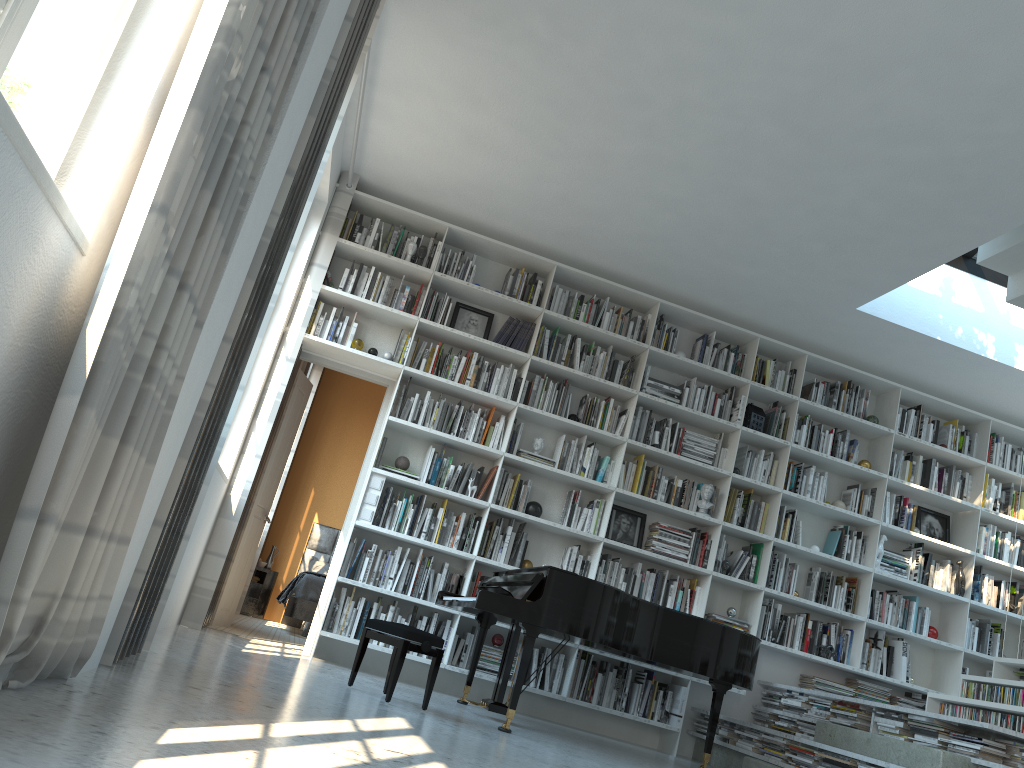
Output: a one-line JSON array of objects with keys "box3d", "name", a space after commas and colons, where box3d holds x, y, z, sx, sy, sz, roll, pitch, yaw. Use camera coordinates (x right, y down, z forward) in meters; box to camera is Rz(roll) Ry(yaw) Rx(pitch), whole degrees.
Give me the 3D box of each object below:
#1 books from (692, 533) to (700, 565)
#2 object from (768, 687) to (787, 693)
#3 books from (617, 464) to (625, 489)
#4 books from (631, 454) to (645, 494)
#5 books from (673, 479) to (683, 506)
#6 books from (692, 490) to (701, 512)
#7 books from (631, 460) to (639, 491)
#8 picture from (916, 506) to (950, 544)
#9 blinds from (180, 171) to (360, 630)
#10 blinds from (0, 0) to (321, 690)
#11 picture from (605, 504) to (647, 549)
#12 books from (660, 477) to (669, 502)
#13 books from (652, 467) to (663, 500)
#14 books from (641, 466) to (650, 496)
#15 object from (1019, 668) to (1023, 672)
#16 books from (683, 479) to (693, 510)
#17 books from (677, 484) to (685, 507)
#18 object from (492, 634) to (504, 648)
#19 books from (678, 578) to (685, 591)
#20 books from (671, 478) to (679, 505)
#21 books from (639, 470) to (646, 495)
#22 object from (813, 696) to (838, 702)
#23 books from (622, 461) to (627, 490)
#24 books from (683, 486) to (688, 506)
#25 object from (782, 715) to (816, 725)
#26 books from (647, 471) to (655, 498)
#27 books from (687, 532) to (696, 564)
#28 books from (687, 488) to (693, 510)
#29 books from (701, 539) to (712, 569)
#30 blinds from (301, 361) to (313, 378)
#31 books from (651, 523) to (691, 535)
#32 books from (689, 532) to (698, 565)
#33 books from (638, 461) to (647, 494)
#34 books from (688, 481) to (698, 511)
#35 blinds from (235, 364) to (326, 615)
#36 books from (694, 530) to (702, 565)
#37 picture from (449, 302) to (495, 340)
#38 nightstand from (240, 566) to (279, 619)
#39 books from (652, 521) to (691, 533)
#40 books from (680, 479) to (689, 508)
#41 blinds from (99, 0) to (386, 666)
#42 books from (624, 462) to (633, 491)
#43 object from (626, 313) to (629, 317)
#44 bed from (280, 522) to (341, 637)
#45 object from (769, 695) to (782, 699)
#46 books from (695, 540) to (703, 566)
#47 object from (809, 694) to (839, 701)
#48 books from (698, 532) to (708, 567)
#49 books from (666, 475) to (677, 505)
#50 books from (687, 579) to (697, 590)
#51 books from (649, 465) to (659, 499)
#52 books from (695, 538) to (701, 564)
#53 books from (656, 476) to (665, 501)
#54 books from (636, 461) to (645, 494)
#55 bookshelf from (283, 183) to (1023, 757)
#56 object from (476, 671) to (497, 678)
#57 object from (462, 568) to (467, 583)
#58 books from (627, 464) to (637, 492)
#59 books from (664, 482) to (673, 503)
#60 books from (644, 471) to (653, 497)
[{"box3d": [1.319, 1.232, 6.538, 0.013, 0.255, 0.163, 18, -16, -9], "name": "books"}, {"box3d": [1.981, 2.232, 6.409, 0.131, 0.024, 0.291, 18, -16, -7], "name": "object"}, {"box3d": [0.779, 0.702, 6.507, 0.053, 0.208, 0.156, 18, -16, -9], "name": "books"}, {"box3d": [0.902, 0.682, 6.525, 0.014, 0.316, 0.188, 18, -16, -9], "name": "books"}, {"box3d": [1.193, 0.829, 6.576, 0.029, 0.223, 0.186, 18, -16, -9], "name": "books"}, {"box3d": [1.343, 0.895, 6.616, 0.035, 0.201, 0.149, 18, -16, -9], "name": "books"}, {"box3d": [0.876, 0.704, 6.559, 0.010, 0.283, 0.137, 18, -16, -9], "name": "books"}, {"box3d": [3.376, 1.160, 7.110, 0.300, 0.299, 0.077, 18, -16, -9], "name": "picture"}, {"box3d": [-1.639, 0.076, 6.202, 0.140, 3.221, 0.778, 18, -16, -9], "name": "blinds"}, {"box3d": [-0.670, -0.862, 2.293, 0.183, 3.251, 1.028, 18, -16, -10], "name": "blinds"}, {"box3d": [0.827, 1.058, 6.506, 0.300, 0.299, 0.077, 18, -16, -9], "name": "picture"}, {"box3d": [1.092, 0.804, 6.569, 0.030, 0.214, 0.169, 18, -16, -9], "name": "books"}, {"box3d": [1.042, 0.756, 6.552, 0.028, 0.267, 0.190, 18, -16, -9], "name": "books"}, {"box3d": [0.959, 0.744, 6.571, 0.028, 0.258, 0.135, 18, -16, -9], "name": "books"}, {"box3d": [3.482, 1.911, 5.856, 0.161, 0.025, 0.175, 17, -16, -5], "name": "object"}, {"box3d": [1.282, 0.844, 6.604, 0.025, 0.258, 0.151, 18, -16, -9], "name": "books"}, {"box3d": [1.216, 0.849, 6.579, 0.029, 0.200, 0.178, 18, -16, -9], "name": "books"}, {"box3d": [-0.096, 1.744, 6.034, 0.086, 0.087, 0.086, 25, -19, -30], "name": "object"}, {"box3d": [1.195, 1.549, 6.448, 0.010, 0.283, 0.132, 18, -16, -9], "name": "books"}, {"box3d": [1.173, 0.821, 6.584, 0.010, 0.233, 0.175, 18, -16, -9], "name": "books"}, {"box3d": [0.932, 0.749, 6.557, 0.024, 0.228, 0.148, 18, -16, -9], "name": "books"}, {"box3d": [2.119, 2.093, 5.845, 0.144, 0.005, 0.258, 18, -17, -9], "name": "object"}, {"box3d": [0.798, 0.695, 6.526, 0.042, 0.241, 0.162, 18, -16, -9], "name": "books"}, {"box3d": [1.251, 0.853, 6.614, 0.025, 0.229, 0.143, 18, -16, -9], "name": "books"}, {"box3d": [1.967, 2.306, 6.097, 0.131, 0.007, 0.215, 19, -17, -13], "name": "object"}, {"box3d": [0.996, 0.764, 6.562, 0.025, 0.235, 0.137, 18, -16, -9], "name": "books"}, {"box3d": [1.288, 1.220, 6.525, 0.012, 0.253, 0.161, 18, -16, -9], "name": "books"}, {"box3d": [1.293, 0.879, 6.616, 0.022, 0.206, 0.114, 18, -16, -9], "name": "books"}, {"box3d": [1.394, 1.263, 6.525, 0.034, 0.228, 0.200, 18, -16, -9], "name": "books"}, {"box3d": [-1.913, 0.339, 7.321, 0.140, 3.221, 0.778, 18, -16, -9], "name": "blinds"}, {"box3d": [1.169, 1.072, 6.532, 0.254, 0.012, 0.161, 19, -17, -12], "name": "books"}, {"box3d": [1.301, 1.220, 6.525, 0.011, 0.260, 0.184, 18, -16, -9], "name": "books"}, {"box3d": [0.929, 0.714, 6.539, 0.010, 0.280, 0.171, 18, -16, -9], "name": "books"}, {"box3d": [1.323, 0.860, 6.621, 0.024, 0.258, 0.127, 18, -16, -9], "name": "books"}, {"box3d": [-2.563, 0.963, 9.972, 0.140, 3.221, 0.778, 18, -16, -9], "name": "blinds"}, {"box3d": [1.334, 1.220, 6.544, 0.011, 0.287, 0.152, 18, -16, -9], "name": "books"}, {"box3d": [-0.306, -0.433, 6.561, 0.300, 0.299, 0.077, 18, -16, -9], "name": "picture"}, {"box3d": [-2.960, 2.232, 9.723, 0.650, 0.516, 0.432, 17, -16, -7], "name": "nightstand"}, {"box3d": [1.173, 1.061, 6.533, 0.254, 0.012, 0.161, 17, -16, -5], "name": "books"}, {"box3d": [1.244, 0.833, 6.578, 0.012, 0.244, 0.186, 18, -16, -9], "name": "books"}, {"box3d": [-0.989, -0.548, 3.551, 0.140, 3.221, 0.778, 18, -16, -9], "name": "blinds"}, {"box3d": [0.829, 0.704, 6.541, 0.026, 0.247, 0.139, 18, -16, -9], "name": "books"}, {"box3d": [0.841, -0.405, 6.786, 0.010, 0.246, 0.157, 18, -16, -9], "name": "object"}, {"box3d": [-1.361, 2.175, 9.207, 1.771, 1.176, 2.179, 18, -16, -9], "name": "bed"}, {"box3d": [1.963, 2.279, 6.395, 0.135, 0.011, 0.222, 17, -16, -5], "name": "object"}, {"box3d": [1.351, 1.263, 6.544, 0.021, 0.216, 0.132, 18, -16, -9], "name": "books"}, {"box3d": [2.107, 2.083, 5.845, 0.159, 0.007, 0.286, 19, -17, -12], "name": "object"}, {"box3d": [1.378, 1.235, 6.538, 0.011, 0.278, 0.186, 18, -16, -9], "name": "books"}, {"box3d": [1.164, 0.807, 6.589, 0.014, 0.258, 0.162, 18, -16, -9], "name": "books"}, {"box3d": [1.283, 1.567, 6.456, 0.011, 0.299, 0.149, 18, -16, -9], "name": "books"}, {"box3d": [1.022, 0.746, 6.564, 0.013, 0.283, 0.177, 18, -16, -9], "name": "books"}, {"box3d": [1.337, 1.251, 6.545, 0.013, 0.232, 0.134, 18, -16, -9], "name": "books"}, {"box3d": [1.067, 0.795, 6.564, 0.024, 0.216, 0.175, 18, -16, -9], "name": "books"}, {"box3d": [0.909, 0.710, 6.520, 0.015, 0.266, 0.189, 18, -16, -9], "name": "books"}, {"box3d": [1.267, 1.044, 6.498, 6.301, 3.132, 0.331, 18, -16, -9], "name": "bookshelf"}, {"box3d": [-0.161, 1.967, 6.005, 0.254, 0.007, 0.161, 17, -16, -6], "name": "object"}, {"box3d": [-0.364, 1.411, 6.108, 0.017, 0.289, 0.089, 18, -16, -9], "name": "object"}, {"box3d": [0.855, 0.715, 6.539, 0.029, 0.239, 0.156, 18, -16, -9], "name": "books"}, {"box3d": [1.124, 0.827, 6.585, 0.050, 0.198, 0.146, 18, -16, -9], "name": "books"}, {"box3d": [0.979, 0.760, 6.551, 0.012, 0.227, 0.170, 18, -16, -9], "name": "books"}]
